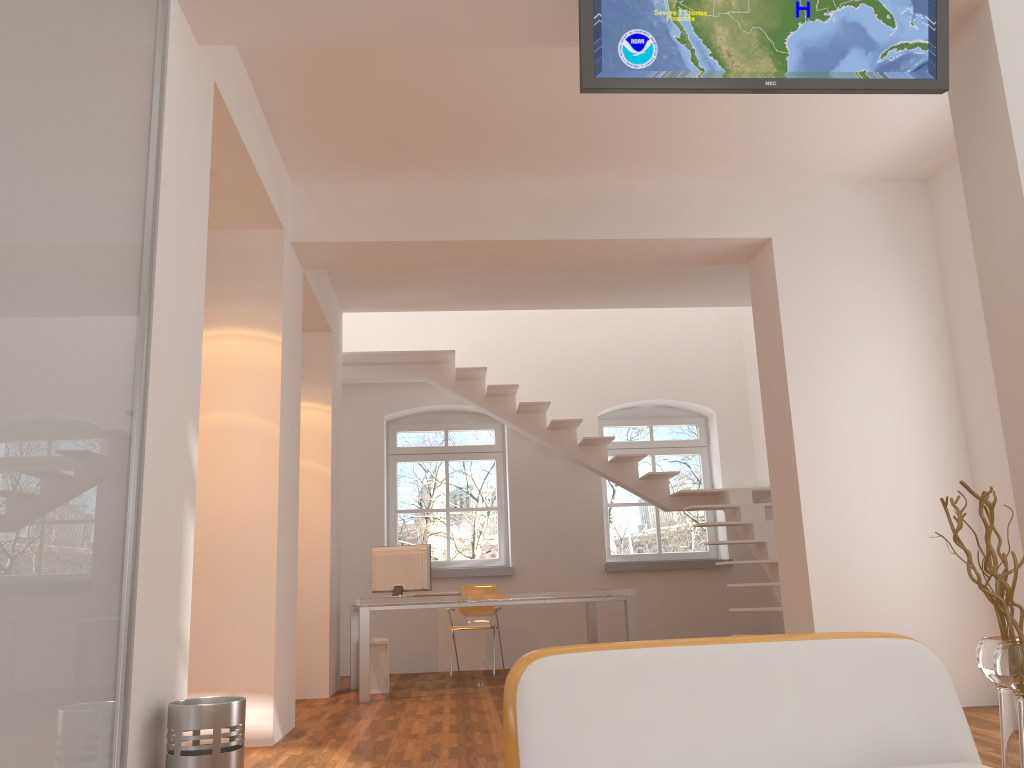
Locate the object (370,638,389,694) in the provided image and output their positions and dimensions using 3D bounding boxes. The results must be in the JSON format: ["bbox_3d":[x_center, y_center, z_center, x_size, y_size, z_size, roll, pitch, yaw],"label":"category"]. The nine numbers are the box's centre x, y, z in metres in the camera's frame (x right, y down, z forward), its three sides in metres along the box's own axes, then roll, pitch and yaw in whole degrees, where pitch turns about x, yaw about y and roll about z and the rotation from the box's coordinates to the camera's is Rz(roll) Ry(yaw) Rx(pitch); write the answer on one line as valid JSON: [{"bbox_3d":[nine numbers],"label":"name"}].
[{"bbox_3d":[-1.153,2.353,7.417,0.200,0.422,0.474,1,-13,-14],"label":"object"}]

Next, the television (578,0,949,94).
[{"bbox_3d":[0.937,-1.496,3.287,1.388,0.803,0.266,-1,-13,-4],"label":"television"}]

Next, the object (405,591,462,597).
[{"bbox_3d":[-0.679,1.817,7.677,0.467,0.031,0.200,-3,-13,6],"label":"object"}]

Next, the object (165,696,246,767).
[{"bbox_3d":[-1.018,1.286,2.940,0.248,0.450,0.248,-13,-17,38],"label":"object"}]

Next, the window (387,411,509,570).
[{"bbox_3d":[-0.709,1.151,9.655,1.308,1.737,0.142,-1,-13,-4],"label":"window"}]

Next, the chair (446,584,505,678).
[{"bbox_3d":[-0.345,2.320,8.379,0.495,0.829,0.464,-5,-13,11],"label":"chair"}]

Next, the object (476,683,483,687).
[{"bbox_3d":[-0.272,2.521,7.421,0.054,0.035,0.115,-3,-13,6],"label":"object"}]

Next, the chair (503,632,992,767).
[{"bbox_3d":[0.500,0.777,1.462,0.923,0.661,0.825,0,-13,-9],"label":"chair"}]

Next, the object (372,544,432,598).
[{"bbox_3d":[-0.942,1.539,7.292,0.516,0.418,0.245,-8,-14,25],"label":"object"}]

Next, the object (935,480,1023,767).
[{"bbox_3d":[1.767,0.908,3.222,0.284,1.112,0.655,-6,-14,16],"label":"object"}]

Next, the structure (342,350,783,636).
[{"bbox_3d":[0.444,0.998,7.632,4.630,3.042,3.450,-1,-13,-4],"label":"structure"}]

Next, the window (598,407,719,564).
[{"bbox_3d":[1.578,1.103,9.816,1.308,1.737,0.142,-1,-13,-4],"label":"window"}]

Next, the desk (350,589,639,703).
[{"bbox_3d":[-0.189,2.148,7.452,2.239,0.750,1.092,1,-13,-14],"label":"desk"}]
